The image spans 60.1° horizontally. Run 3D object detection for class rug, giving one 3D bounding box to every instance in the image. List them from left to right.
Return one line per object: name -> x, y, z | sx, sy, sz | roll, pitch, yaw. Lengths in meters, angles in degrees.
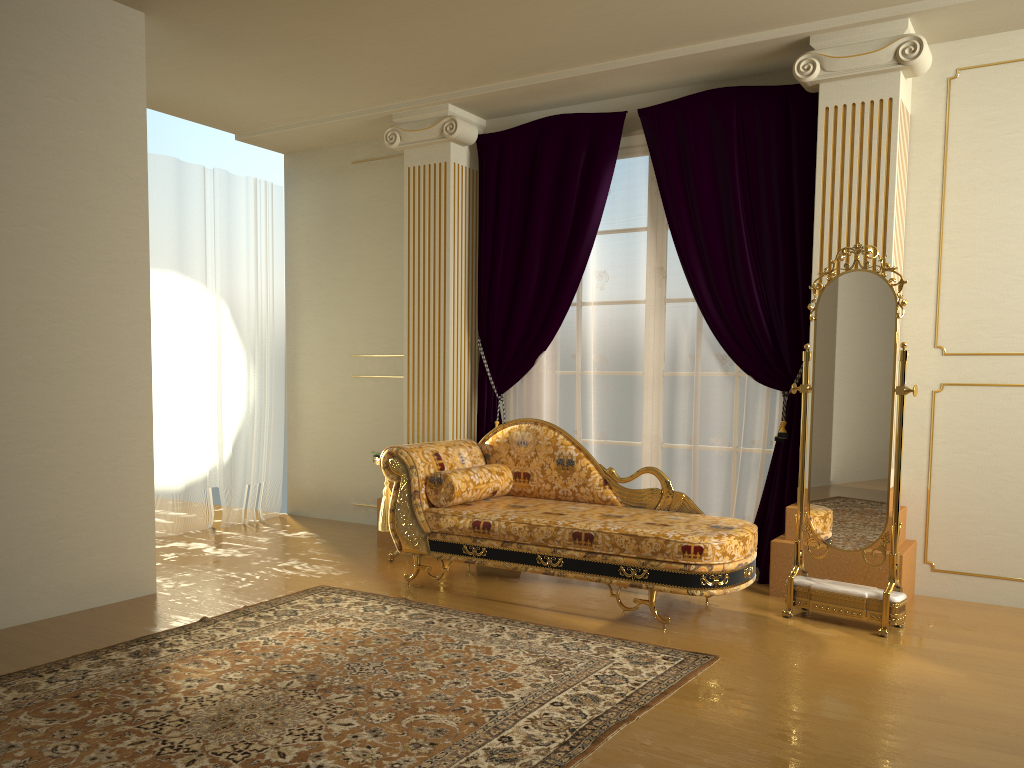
rug -> -0.884, 1.055, 2.732 | 2.114, 0.017, 3.072 | 1, 1, 32

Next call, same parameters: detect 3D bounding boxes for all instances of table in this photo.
table -> -0.565, 0.726, 5.373 | 0.571, 0.646, 0.569 | 0, 3, -13

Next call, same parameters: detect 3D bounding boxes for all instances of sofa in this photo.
sofa -> 0.254, 0.627, 4.391 | 1.891, 0.875, 0.691 | 1, 3, 32

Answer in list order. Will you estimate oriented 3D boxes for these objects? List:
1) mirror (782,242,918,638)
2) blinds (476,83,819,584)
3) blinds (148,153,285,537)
mirror -> 1.506, 0.230, 3.941 | 0.540, 1.708, 0.242 | 4, 6, 42
blinds -> 0.713, -0.263, 5.175 | 2.232, 2.665, 0.338 | 2, 5, 32
blinds -> -2.273, -0.231, 5.822 | 0.163, 2.517, 2.161 | 4, 4, 34
